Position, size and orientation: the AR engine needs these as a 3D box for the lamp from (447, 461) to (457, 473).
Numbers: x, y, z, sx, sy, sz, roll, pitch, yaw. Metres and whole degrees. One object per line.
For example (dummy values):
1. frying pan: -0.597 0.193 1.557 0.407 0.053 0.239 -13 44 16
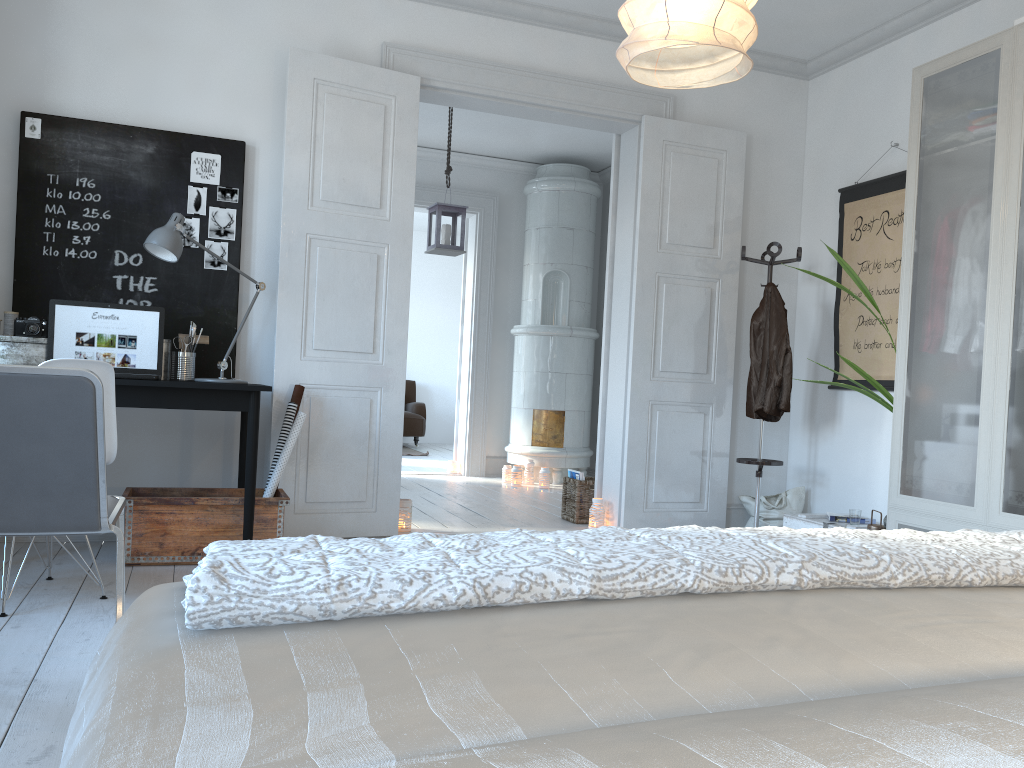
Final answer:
1. lamp: -0.536 0.744 7.944 0.093 0.110 0.093 3 0 -3

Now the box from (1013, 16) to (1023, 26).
1. box: 2.025 -1.312 3.301 0.223 0.107 0.180 3 0 -20

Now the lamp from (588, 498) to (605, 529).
1. lamp: 0.491 0.751 5.121 0.093 0.180 0.093 2 1 -37

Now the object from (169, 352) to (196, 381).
1. object: -1.470 -0.077 3.958 0.108 0.128 0.108 3 0 -5

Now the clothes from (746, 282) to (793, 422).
1. clothes: 1.418 -0.175 4.858 0.237 0.770 0.211 3 1 13

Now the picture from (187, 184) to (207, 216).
1. picture: -1.474 -0.859 4.151 0.083 0.146 0.002 3 1 -20

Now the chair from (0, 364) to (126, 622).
1. chair: -1.184 0.353 2.078 0.562 0.798 0.524 3 1 -20

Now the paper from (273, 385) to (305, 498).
1. paper: -1.076 0.373 4.085 0.048 0.747 0.297 3 1 25

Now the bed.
1. bed: 0.574 0.309 0.501 1.889 1.047 2.175 3 0 -20

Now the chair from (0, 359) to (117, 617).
1. chair: -1.632 0.320 3.032 0.554 0.824 0.474 3 1 35

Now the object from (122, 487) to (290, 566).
1. object: -1.324 0.610 3.833 0.665 0.282 0.339 3 0 -20

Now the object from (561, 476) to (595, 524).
1. object: 0.476 0.718 5.502 0.270 0.265 0.223 3 0 -20

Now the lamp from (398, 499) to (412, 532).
1. lamp: -0.578 0.699 4.719 0.089 0.166 0.089 3 1 -27

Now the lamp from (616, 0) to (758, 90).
1. lamp: 0.450 -1.371 2.141 0.338 1.231 0.340 3 1 11

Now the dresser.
1. dresser: 2.093 -0.174 3.038 0.631 2.163 1.431 3 1 -20

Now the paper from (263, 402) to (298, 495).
1. paper: -1.079 0.415 4.010 0.043 0.669 0.266 3 1 25

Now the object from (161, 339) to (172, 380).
1. object: -1.578 -0.107 3.994 0.079 0.188 0.079 2 1 -41

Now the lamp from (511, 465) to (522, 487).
1. lamp: 0.038 0.751 7.238 0.089 0.166 0.089 3 1 -19

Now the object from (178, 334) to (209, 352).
1. object: -1.443 -0.119 4.023 0.138 0.209 0.034 3 1 -40

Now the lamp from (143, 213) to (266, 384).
1. lamp: -1.351 -0.364 3.921 0.230 0.716 0.617 4 1 41

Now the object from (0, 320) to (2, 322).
1. object: -2.167 -0.237 3.728 0.040 0.069 0.040 3 1 -32

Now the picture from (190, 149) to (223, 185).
1. picture: -1.434 -1.017 4.159 0.147 0.154 0.004 3 1 -20

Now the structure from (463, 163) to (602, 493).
1. structure: 0.288 -0.482 7.612 0.800 2.828 1.248 3 1 25

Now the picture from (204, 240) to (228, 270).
1. picture: -1.397 -0.609 4.186 0.103 0.136 0.001 3 1 -20

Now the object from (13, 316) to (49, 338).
1. object: -1.980 -0.237 3.653 0.137 0.087 0.073 3 0 -20

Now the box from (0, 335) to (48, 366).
1. box: -2.074 -0.122 3.720 0.317 0.152 0.193 3 0 -20

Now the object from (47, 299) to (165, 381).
1. object: -1.657 -0.181 3.595 0.446 0.315 0.325 3 0 -20

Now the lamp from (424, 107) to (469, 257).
1. lamp: -0.418 -1.784 6.114 0.228 1.762 0.228 3 1 -23

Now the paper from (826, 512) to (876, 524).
1. paper: 1.746 0.693 4.577 0.221 0.031 0.175 3 0 12

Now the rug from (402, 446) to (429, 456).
1. rug: -1.943 0.720 10.202 1.710 0.055 1.455 3 0 -19

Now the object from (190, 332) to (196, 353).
1. object: -1.443 -0.125 3.972 0.009 0.222 0.082 3 1 9

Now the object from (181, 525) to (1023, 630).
1. object: 0.296 0.261 1.296 1.460 0.104 0.404 3 0 -20

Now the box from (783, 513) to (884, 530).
1. box: 1.720 0.800 4.518 0.376 0.218 0.641 3 0 -20

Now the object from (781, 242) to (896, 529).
1. object: 1.724 0.130 4.036 1.043 1.554 0.289 3 1 10

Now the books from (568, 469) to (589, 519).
1. books: 0.465 0.685 5.498 0.201 0.300 0.179 3 1 -20

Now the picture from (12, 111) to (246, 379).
1. picture: -1.752 -0.595 4.090 0.953 1.172 0.064 3 1 -20

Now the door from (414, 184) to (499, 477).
1. door: -1.011 -0.468 7.719 2.599 2.506 0.577 3 1 -20

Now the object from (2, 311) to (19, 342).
1. object: -2.092 -0.237 3.684 0.056 0.130 0.167 3 0 -21

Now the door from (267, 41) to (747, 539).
1. door: 0.018 -0.427 4.886 2.599 2.506 0.577 3 1 -20

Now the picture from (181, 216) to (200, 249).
1. picture: -1.517 -0.709 4.139 0.107 0.150 0.001 3 1 -20

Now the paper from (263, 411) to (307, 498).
1. paper: -1.059 0.433 3.955 0.283 0.627 0.041 2 1 -42

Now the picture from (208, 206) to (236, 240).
1. picture: -1.369 -0.761 4.191 0.121 0.153 0.002 3 1 -20

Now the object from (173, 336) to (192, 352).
1. object: -1.482 -0.118 3.964 0.081 0.198 0.050 3 1 5

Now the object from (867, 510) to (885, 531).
1. object: 1.575 0.727 3.855 0.132 0.352 0.137 3 1 2

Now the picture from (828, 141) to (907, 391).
1. picture: 1.976 -0.619 4.660 0.057 1.313 0.792 3 1 -20

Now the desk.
1. desk: -1.646 0.356 3.707 1.160 0.759 0.650 3 0 -20

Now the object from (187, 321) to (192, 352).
1. object: -1.451 -0.150 3.978 0.008 0.267 0.060 3 1 -3

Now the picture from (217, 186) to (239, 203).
1. picture: -1.345 -0.898 4.197 0.095 0.071 0.001 3 1 -20

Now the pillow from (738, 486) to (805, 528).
1. pillow: 1.526 0.745 5.187 0.317 0.314 0.273 3 0 -19

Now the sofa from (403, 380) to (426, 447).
1. sofa: -2.178 0.313 10.915 2.165 0.825 0.968 3 0 -20

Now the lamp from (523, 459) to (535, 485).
1. lamp: 0.143 0.735 7.417 0.098 0.210 0.098 3 1 -15

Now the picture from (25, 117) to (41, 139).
1. picture: -2.113 -1.130 3.911 0.061 0.088 0.004 3 1 -23

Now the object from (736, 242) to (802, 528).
1. object: 1.398 0.065 4.933 0.374 1.659 0.374 3 1 -12

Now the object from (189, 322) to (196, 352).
1. object: -1.447 -0.147 3.980 0.012 0.264 0.062 3 1 22

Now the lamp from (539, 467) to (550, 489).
1. lamp: 0.265 0.763 7.200 0.089 0.166 0.089 3 1 -21

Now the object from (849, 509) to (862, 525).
1. object: 1.700 0.665 4.394 0.060 0.081 0.060 3 1 35

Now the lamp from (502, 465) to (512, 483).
1. lamp: -0.040 0.758 7.456 0.084 0.146 0.084 3 1 -15

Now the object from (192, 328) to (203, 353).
1. object: -1.430 -0.133 3.971 0.084 0.240 0.009 2 1 -43
